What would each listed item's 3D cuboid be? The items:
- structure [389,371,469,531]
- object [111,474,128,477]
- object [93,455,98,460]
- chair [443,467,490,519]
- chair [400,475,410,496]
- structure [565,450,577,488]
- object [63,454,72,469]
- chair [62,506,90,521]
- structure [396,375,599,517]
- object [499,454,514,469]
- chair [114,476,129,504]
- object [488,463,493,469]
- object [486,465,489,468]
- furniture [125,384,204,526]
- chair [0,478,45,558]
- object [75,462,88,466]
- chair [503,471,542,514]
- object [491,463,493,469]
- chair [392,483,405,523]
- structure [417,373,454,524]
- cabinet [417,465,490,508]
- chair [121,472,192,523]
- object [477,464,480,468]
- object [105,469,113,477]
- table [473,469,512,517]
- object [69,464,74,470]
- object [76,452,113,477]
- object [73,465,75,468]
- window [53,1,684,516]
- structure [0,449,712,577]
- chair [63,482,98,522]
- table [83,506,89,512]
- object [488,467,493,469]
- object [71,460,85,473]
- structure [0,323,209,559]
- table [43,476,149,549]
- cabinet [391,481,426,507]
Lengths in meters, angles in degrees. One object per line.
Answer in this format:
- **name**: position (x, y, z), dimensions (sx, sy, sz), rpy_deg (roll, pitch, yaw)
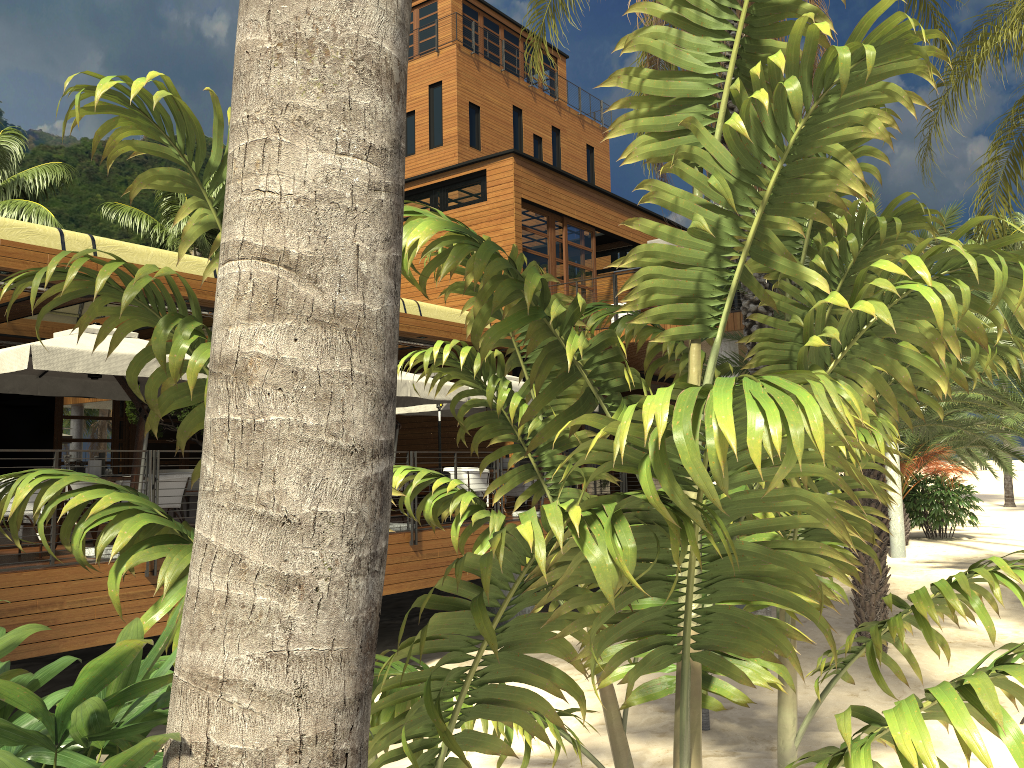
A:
- **structure**: position (-2.239, 0.749, 11.696), dimensions (2.411, 2.338, 2.411), rpy_deg (-6, -7, 36)
- **object**: position (-4.184, 0.963, 9.294), dimensions (0.294, 0.025, 0.170), rpy_deg (-5, -7, 36)
- **object**: position (-4.349, 0.861, 9.286), dimensions (0.082, 0.227, 0.082), rpy_deg (-4, -7, 26)
- **chair**: position (-0.723, 1.692, 13.784), dimensions (0.627, 0.790, 0.616), rpy_deg (-6, -8, 37)
- **chair**: position (-2.104, 1.928, 15.937), dimensions (0.617, 0.790, 0.626), rpy_deg (0, -6, -7)
- **structure**: position (0.962, 1.107, 15.459), dimensions (0.699, 2.197, 0.698), rpy_deg (-4, -7, 24)
- **object**: position (-4.386, 0.809, 8.734), dimensions (0.082, 0.227, 0.082), rpy_deg (-6, -8, 37)
- **chair**: position (-7.666, 2.020, 15.668), dimensions (0.627, 0.790, 0.616), rpy_deg (3, -7, -32)
- **structure**: position (-0.217, 0.965, 14.387), dimensions (2.411, 2.338, 2.411), rpy_deg (-6, -7, 36)
- **object**: position (-0.121, 1.238, 14.297), dimensions (0.263, 0.264, 0.263), rpy_deg (0, -6, -8)
- **chair**: position (-6.515, 1.962, 15.320), dimensions (0.616, 0.790, 0.626), rpy_deg (3, -7, -32)
- **object**: position (-0.360, 1.301, 14.472), dimensions (0.163, 0.179, 0.167), rpy_deg (-6, -8, 38)
- **object**: position (-0.428, 1.341, 14.263), dimensions (0.116, 0.065, 0.116), rpy_deg (-3, -6, 18)
- **furniture**: position (-4.963, 0.907, 14.585), dimensions (2.614, 2.728, 2.690), rpy_deg (-4, -7, 27)
- **chair**: position (-4.815, 1.255, 8.337), dimensions (0.627, 0.790, 0.616), rpy_deg (-6, -8, 37)
- **object**: position (-7.235, 1.458, 15.016), dimensions (0.263, 0.264, 0.263), rpy_deg (3, -7, -36)
- **chair**: position (0.227, 1.789, 15.007), dimensions (0.627, 0.790, 0.616), rpy_deg (-6, -8, 37)
- **object**: position (-0.324, 1.242, 14.141), dimensions (0.082, 0.227, 0.082), rpy_deg (-6, -8, 37)
- **chair**: position (-1.819, 1.571, 12.284), dimensions (0.627, 0.790, 0.616), rpy_deg (-6, -8, 37)
- **structure**: position (-1.043, 0.893, 12.790), dimensions (0.699, 2.197, 0.698), rpy_deg (-4, -7, 24)
- **cabinet**: position (-1.193, 2.046, 17.580), dimensions (1.609, 0.839, 0.556), rpy_deg (-5, -8, 36)
- **chair**: position (-3.829, 1.356, 9.607), dimensions (0.627, 0.790, 0.616), rpy_deg (-6, -8, 37)
- **object**: position (-0.527, 1.337, 14.317), dimensions (0.086, 0.086, 0.086), rpy_deg (-6, -8, 37)
- **object**: position (-4.140, 0.912, 9.096), dimensions (0.086, 0.086, 0.086), rpy_deg (-6, -8, 41)
- **table**: position (-0.275, 1.753, 14.328), dimensions (0.931, 0.751, 0.930), rpy_deg (-6, -7, 36)
- **object**: position (-7.325, 1.449, 14.745), dimensions (0.082, 0.227, 0.082), rpy_deg (5, -9, -42)
- **object**: position (-4.182, 0.805, 8.890), dimensions (0.263, 0.264, 0.263), rpy_deg (0, -6, -8)
- **object**: position (-7.507, 1.491, 15.143), dimensions (0.082, 0.227, 0.082), rpy_deg (3, -8, -35)
- **window**: position (-3.715, -6.146, 21.543), dimensions (14.485, 18.000, 38.347), rpy_deg (-3, -6, 14)
- **structure**: position (-0.752, 1.474, 11.733), dimensions (0.163, 1.156, 26.237), rpy_deg (-6, -7, 36)
- **chair**: position (-6.889, 1.863, 14.207), dimensions (0.627, 0.790, 0.616), rpy_deg (3, -7, -32)
- **table**: position (-7.237, 1.961, 14.955), dimensions (1.165, 0.751, 1.164), rpy_deg (-3, -6, 17)
- **object**: position (-0.347, 1.345, 14.204), dimensions (0.080, 0.042, 0.080), rpy_deg (-2, -6, 5)
- **object**: position (-4.421, 0.868, 9.066), dimensions (0.163, 0.179, 0.167), rpy_deg (-6, -8, 38)
- **structure**: position (-4.261, 0.533, 9.004), dimensions (2.411, 2.338, 2.411), rpy_deg (-6, -7, 36)
- **table**: position (-4.336, 1.320, 8.923), dimensions (0.931, 0.751, 0.930), rpy_deg (-6, -7, 36)
- **cabinet**: position (-2.492, 2.166, 18.542), dimensions (1.609, 0.839, 0.556), rpy_deg (-5, -8, 36)
